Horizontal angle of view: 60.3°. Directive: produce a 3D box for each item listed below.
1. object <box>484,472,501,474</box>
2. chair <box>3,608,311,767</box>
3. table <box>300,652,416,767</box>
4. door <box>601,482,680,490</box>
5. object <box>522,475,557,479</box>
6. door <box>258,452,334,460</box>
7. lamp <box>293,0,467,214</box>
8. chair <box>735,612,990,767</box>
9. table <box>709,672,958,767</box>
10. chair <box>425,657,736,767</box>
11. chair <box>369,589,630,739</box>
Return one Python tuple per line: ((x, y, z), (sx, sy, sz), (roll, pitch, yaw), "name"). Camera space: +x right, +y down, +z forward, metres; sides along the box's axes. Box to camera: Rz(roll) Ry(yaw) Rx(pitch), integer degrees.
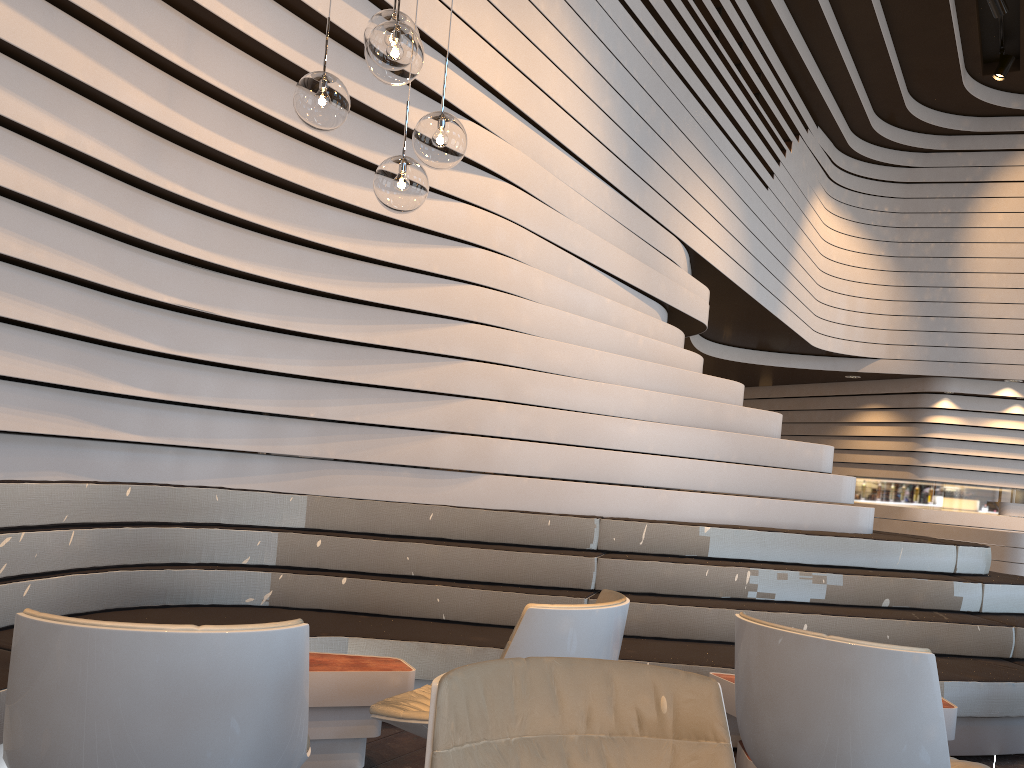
((-0.324, 1.110, 9.476), (0.368, 0.553, 0.598), (5, -3, -9), "object")
((-0.778, 0.850, 1.963), (0.656, 0.766, 0.712), (6, -2, -15), "chair")
((-0.843, 1.159, 3.140), (0.905, 0.370, 0.415), (7, -3, -22), "table")
((2.314, 1.522, 15.787), (1.774, 2.701, 0.079), (4, 0, 35), "door")
((0.145, 0.899, 7.285), (0.368, 0.553, 0.598), (6, -3, -19), "object")
((-1.508, 0.567, 6.507), (0.972, 2.105, 0.163), (5, 0, 31), "door")
((-0.200, -2.879, 2.573), (0.532, 4.713, 0.333), (5, 1, -8), "lamp")
((0.954, 1.058, 2.507), (0.710, 0.766, 0.658), (7, -3, -43), "chair")
((1.217, 1.361, 3.324), (0.905, 0.370, 0.415), (5, -3, 3), "table")
((0.167, 0.873, 1.343), (0.656, 0.766, 0.712), (6, -2, -19), "chair")
((-0.037, 0.985, 2.664), (0.711, 0.766, 0.657), (4, -2, 30), "chair")
